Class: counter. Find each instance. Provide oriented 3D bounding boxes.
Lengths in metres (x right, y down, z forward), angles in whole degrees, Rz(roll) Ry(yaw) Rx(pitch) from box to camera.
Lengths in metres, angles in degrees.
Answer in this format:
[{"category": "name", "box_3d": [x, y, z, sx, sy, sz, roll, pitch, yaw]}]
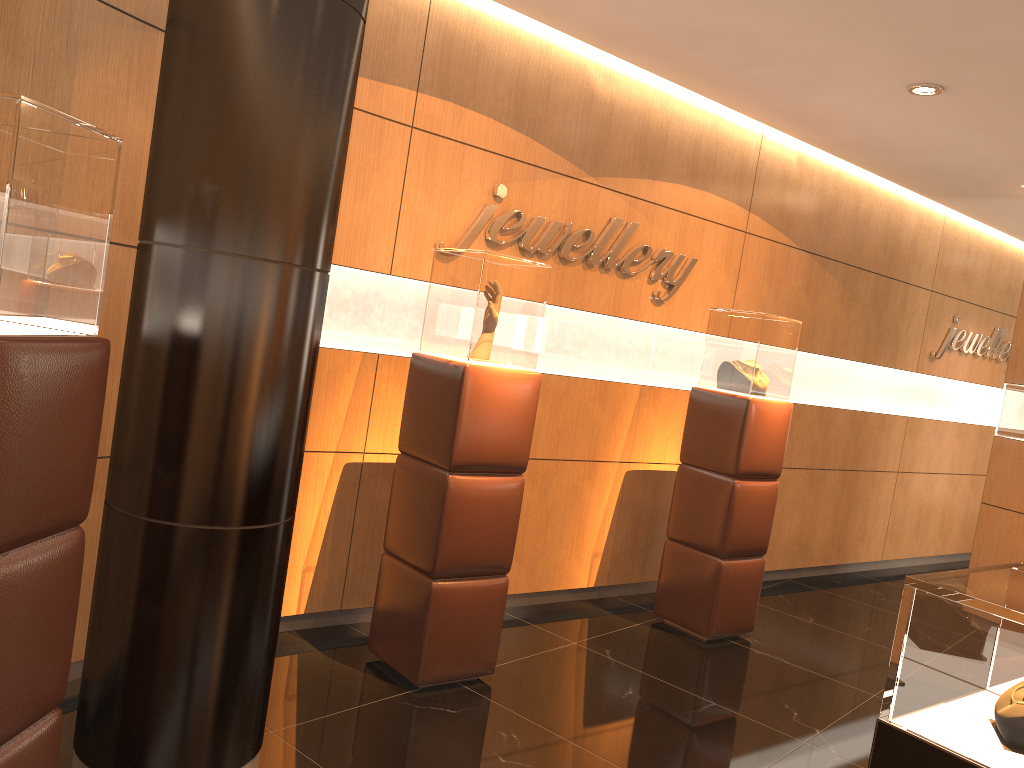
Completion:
[{"category": "counter", "box_3d": [2.046, 1.205, 2.831, 2.514, 1.173, 0.615, 6, 5, -39]}]

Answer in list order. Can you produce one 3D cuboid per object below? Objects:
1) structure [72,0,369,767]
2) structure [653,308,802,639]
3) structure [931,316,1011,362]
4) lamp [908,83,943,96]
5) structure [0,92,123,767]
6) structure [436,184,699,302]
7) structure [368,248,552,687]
[{"category": "structure", "box_3d": [-0.927, -0.365, 2.965, 0.613, 3.430, 0.613, 6, 4, -35]}, {"category": "structure", "box_3d": [1.360, 0.540, 5.548, 0.484, 1.968, 0.498, 6, 5, -40]}, {"category": "structure", "box_3d": [4.663, -0.367, 8.751, 2.050, 0.442, 0.034, 6, 5, -39]}, {"category": "lamp", "box_3d": [2.243, -1.619, 4.802, 0.176, 0.068, 0.176, 5, 5, -45]}, {"category": "structure", "box_3d": [-1.339, 0.350, 2.097, 0.484, 2.000, 0.498, 9, 4, 5]}, {"category": "structure", "box_3d": [0.427, -0.812, 5.249, 2.050, 0.442, 0.034, 6, 5, -39]}, {"category": "structure", "box_3d": [-0.242, 0.388, 4.226, 0.484, 2.000, 0.498, 6, 5, -40]}]
